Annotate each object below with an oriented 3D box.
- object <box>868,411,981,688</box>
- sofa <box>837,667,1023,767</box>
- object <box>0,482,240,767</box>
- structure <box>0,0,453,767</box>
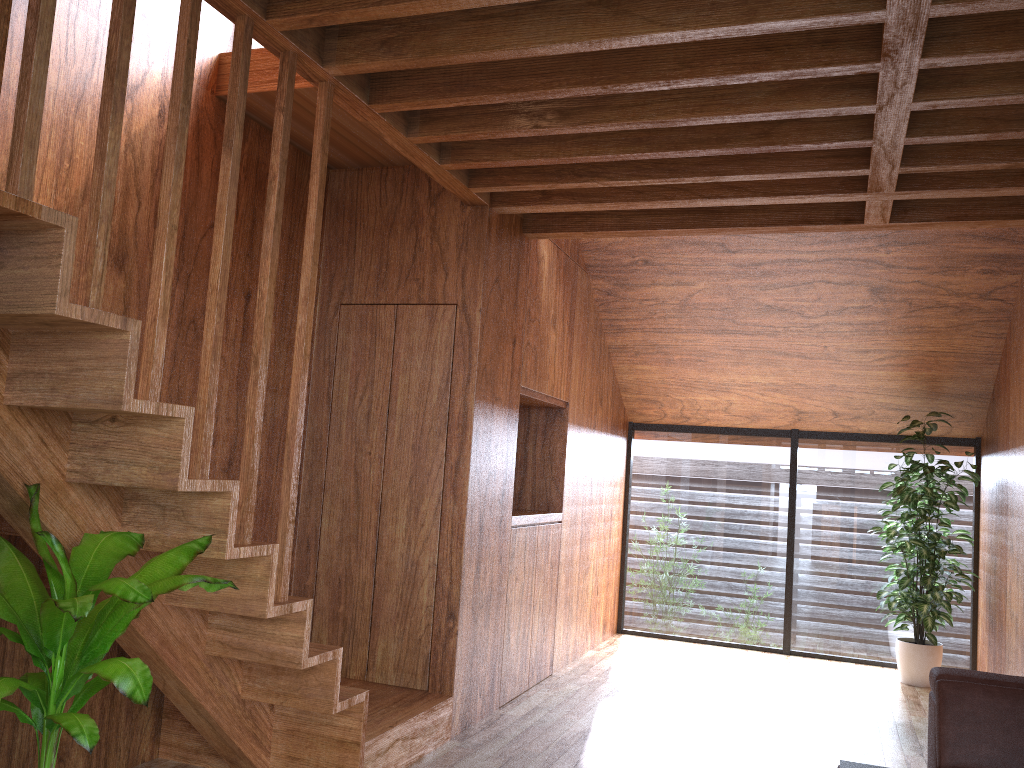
[{"bbox_3d":[2.564,1.004,5.508,0.633,1.689,0.683,1,-6,27],"label":"object"},{"bbox_3d":[1.547,1.034,1.753,1.690,0.759,2.519,2,-6,20],"label":"sofa"},{"bbox_3d":[-1.024,0.747,1.966,0.672,1.030,0.634,3,-5,10],"label":"object"},{"bbox_3d":[-0.960,0.202,2.880,0.825,2.297,2.461,2,-6,20],"label":"structure"}]
